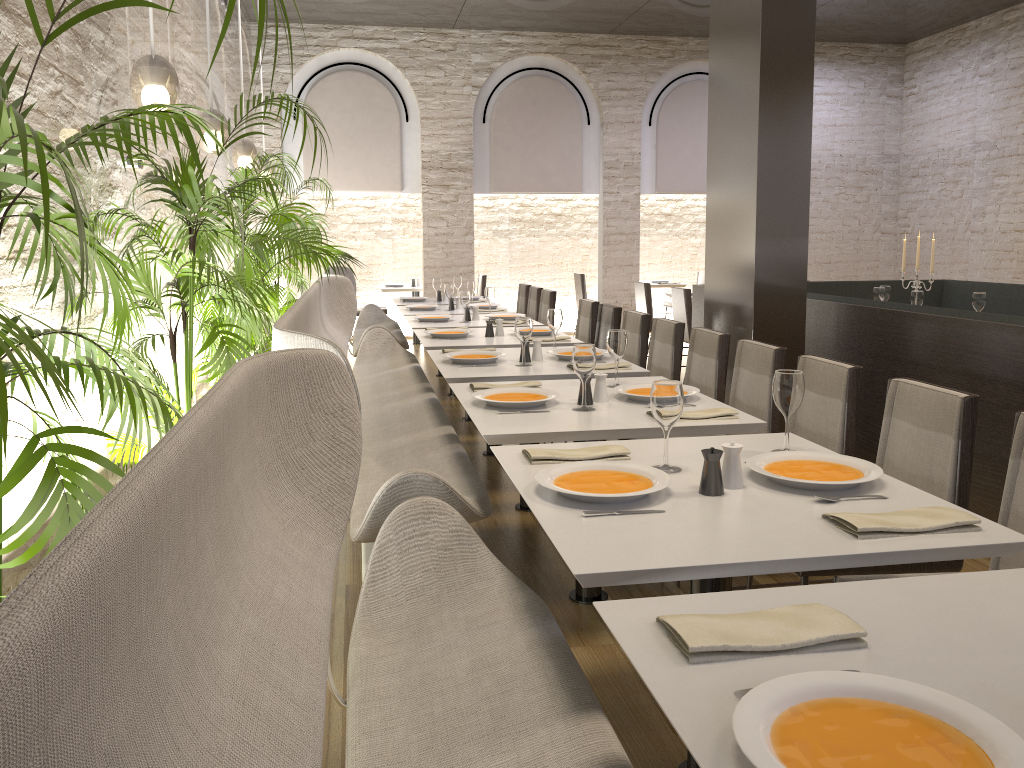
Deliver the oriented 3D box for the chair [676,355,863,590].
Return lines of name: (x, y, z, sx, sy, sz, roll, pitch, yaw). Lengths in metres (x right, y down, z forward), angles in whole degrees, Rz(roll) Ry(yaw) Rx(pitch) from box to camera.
chair: (0.941, 0.368, 3.285, 0.566, 0.901, 0.414, -2, 7, -10)

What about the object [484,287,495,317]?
object: (-0.173, -0.644, 6.957, 0.086, 0.230, 0.086, 2, 8, 20)

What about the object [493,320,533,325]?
object: (0.006, -0.442, 6.357, 0.273, 0.033, 0.143, -2, 9, -10)

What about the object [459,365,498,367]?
object: (-0.160, -0.088, 4.199, 0.185, 0.010, 0.017, -2, 9, -10)

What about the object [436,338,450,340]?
object: (-0.363, -0.272, 5.345, 0.185, 0.010, 0.017, -2, 9, -10)

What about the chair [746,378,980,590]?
chair: (1.044, 0.461, 2.704, 0.566, 0.901, 0.414, -2, 7, -10)

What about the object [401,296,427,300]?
object: (-1.016, -0.887, 9.150, 0.273, 0.033, 0.143, -2, 9, -10)

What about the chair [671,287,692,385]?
chair: (1.815, -0.460, 8.368, 0.566, 0.901, 0.414, -2, 7, -10)

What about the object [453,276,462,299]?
object: (-0.559, -0.994, 9.132, 0.086, 0.230, 0.086, 2, 8, 20)

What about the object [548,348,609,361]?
object: (0.342, -0.145, 4.469, 0.322, 0.036, 0.323, -6, 11, -31)

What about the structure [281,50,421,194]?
structure: (-1.918, -3.128, 10.595, 1.634, 1.666, 0.098, -2, 7, -10)

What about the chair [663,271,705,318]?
chair: (2.443, -1.106, 12.335, 0.566, 0.901, 0.414, -2, 7, -10)

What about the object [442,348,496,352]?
object: (-0.229, -0.175, 4.717, 0.273, 0.033, 0.143, -2, 9, -10)

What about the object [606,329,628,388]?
object: (0.425, -0.103, 3.590, 0.086, 0.230, 0.086, -1, 7, -4)

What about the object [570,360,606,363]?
object: (0.369, -0.109, 4.290, 0.181, 0.015, 0.038, -2, 9, -8)

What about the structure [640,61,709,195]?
structure: (2.396, -3.276, 11.347, 1.634, 1.666, 0.098, -2, 7, -10)

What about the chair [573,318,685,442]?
chair: (0.643, 0.098, 4.964, 0.566, 0.901, 0.414, -2, 7, -10)

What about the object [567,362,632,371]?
object: (0.403, -0.082, 4.118, 0.273, 0.033, 0.143, -2, 9, -10)

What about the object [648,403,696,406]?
object: (0.571, 0.074, 3.154, 0.181, 0.015, 0.038, -2, 9, -8)

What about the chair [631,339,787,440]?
chair: (0.844, 0.280, 3.834, 0.566, 0.901, 0.414, -2, 7, -10)

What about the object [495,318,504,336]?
object: (-0.078, -0.357, 5.552, 0.059, 0.109, 0.060, -3, 8, -18)

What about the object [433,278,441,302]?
object: (-0.731, -0.914, 8.645, 0.086, 0.230, 0.086, 2, 8, 20)

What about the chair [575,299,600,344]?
chair: (0.345, -0.172, 6.642, 0.566, 0.901, 0.414, -2, 7, -10)

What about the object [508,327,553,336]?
object: (0.139, -0.329, 5.614, 0.322, 0.036, 0.323, -6, 11, -31)

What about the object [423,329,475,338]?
object: (-0.391, -0.311, 5.524, 0.322, 0.036, 0.323, -6, 11, -31)

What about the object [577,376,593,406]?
object: (0.266, 0.019, 3.213, 0.059, 0.109, 0.060, -3, 8, -18)

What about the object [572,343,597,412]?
object: (0.253, -0.023, 3.103, 0.086, 0.230, 0.087, 5, 9, 38)

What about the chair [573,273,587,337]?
chair: (1.151, -1.062, 12.110, 0.566, 0.901, 0.414, -2, 7, -10)

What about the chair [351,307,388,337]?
chair: (-1.918, -0.956, 11.575, 0.566, 0.901, 0.414, -2, 7, -10)

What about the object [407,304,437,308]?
object: (-0.818, -0.708, 8.035, 0.273, 0.033, 0.143, -2, 9, -10)

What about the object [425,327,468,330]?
object: (-0.433, -0.359, 5.862, 0.273, 0.033, 0.143, -2, 9, -10)

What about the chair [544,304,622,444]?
chair: (0.442, -0.084, 6.097, 0.566, 0.901, 0.414, -2, 7, -10)

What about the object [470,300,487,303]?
object: (-0.384, -0.794, 8.551, 0.273, 0.033, 0.143, -2, 9, -10)

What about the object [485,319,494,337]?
object: (-0.139, -0.348, 5.495, 0.059, 0.109, 0.060, -3, 8, -18)

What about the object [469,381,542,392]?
object: (-0.028, 0.008, 3.581, 0.273, 0.033, 0.143, -2, 9, -10)

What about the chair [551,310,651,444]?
chair: (0.544, 0.009, 5.520, 0.566, 0.901, 0.414, -2, 7, -10)

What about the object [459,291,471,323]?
object: (-0.345, -0.564, 6.469, 0.086, 0.230, 0.086, 2, 8, 20)

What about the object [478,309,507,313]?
object: (-0.186, -0.615, 7.436, 0.273, 0.033, 0.143, -2, 9, -10)

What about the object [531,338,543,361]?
object: (0.126, -0.173, 4.406, 0.059, 0.109, 0.060, -3, 8, -18)

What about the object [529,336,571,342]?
object: (0.200, -0.266, 5.263, 0.273, 0.033, 0.143, -2, 9, -10)

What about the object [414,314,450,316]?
object: (-0.627, -0.535, 6.956, 0.273, 0.033, 0.143, -2, 9, -10)

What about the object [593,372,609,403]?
object: (0.327, 0.009, 3.270, 0.059, 0.109, 0.060, -3, 8, -18)

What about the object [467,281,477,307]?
object: (-0.363, -0.817, 8.029, 0.086, 0.230, 0.086, 2, 8, 20)

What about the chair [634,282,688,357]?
chair: (1.618, -0.639, 9.478, 0.566, 0.901, 0.414, -2, 7, -10)

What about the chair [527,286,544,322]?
chair: (0.003, -0.481, 8.569, 0.566, 0.901, 0.414, -2, 7, -10)

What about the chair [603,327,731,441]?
chair: (0.746, 0.191, 4.385, 0.566, 0.901, 0.414, -2, 7, -10)

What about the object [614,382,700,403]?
object: (0.544, 0.037, 3.333, 0.322, 0.036, 0.323, -5, 10, -27)

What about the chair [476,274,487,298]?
chair: (-0.625, -1.000, 11.800, 0.566, 0.901, 0.414, -2, 7, -10)

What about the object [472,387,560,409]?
object: (0.014, 0.055, 3.243, 0.322, 0.036, 0.323, -5, 10, -27)

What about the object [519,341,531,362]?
object: (0.064, -0.164, 4.349, 0.059, 0.109, 0.060, -3, 8, -18)

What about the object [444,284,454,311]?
object: (-0.536, -0.737, 7.542, 0.086, 0.230, 0.086, 2, 8, 20)

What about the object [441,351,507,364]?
object: (-0.188, -0.127, 4.379, 0.322, 0.036, 0.323, -6, 11, -31)

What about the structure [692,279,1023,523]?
structure: (3.596, 0.456, 2.336, 2.372, 0.995, 10.805, -2, 9, -10)

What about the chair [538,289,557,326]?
chair: (0.100, -0.393, 8.021, 0.566, 0.901, 0.414, -2, 7, -10)

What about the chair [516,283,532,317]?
chair: (-0.097, -0.572, 9.134, 0.566, 0.901, 0.414, -2, 7, -10)

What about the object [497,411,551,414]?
object: (0.042, 0.094, 3.063, 0.185, 0.010, 0.017, -2, 9, -10)

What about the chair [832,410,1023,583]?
chair: (1.142, 0.550, 2.151, 0.566, 0.901, 0.414, -2, 7, -10)

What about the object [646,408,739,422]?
object: (0.605, 0.101, 2.982, 0.273, 0.033, 0.143, -2, 9, -10)

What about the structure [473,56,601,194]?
structure: (0.308, -3.204, 10.983, 1.634, 1.666, 0.098, -2, 7, -10)
